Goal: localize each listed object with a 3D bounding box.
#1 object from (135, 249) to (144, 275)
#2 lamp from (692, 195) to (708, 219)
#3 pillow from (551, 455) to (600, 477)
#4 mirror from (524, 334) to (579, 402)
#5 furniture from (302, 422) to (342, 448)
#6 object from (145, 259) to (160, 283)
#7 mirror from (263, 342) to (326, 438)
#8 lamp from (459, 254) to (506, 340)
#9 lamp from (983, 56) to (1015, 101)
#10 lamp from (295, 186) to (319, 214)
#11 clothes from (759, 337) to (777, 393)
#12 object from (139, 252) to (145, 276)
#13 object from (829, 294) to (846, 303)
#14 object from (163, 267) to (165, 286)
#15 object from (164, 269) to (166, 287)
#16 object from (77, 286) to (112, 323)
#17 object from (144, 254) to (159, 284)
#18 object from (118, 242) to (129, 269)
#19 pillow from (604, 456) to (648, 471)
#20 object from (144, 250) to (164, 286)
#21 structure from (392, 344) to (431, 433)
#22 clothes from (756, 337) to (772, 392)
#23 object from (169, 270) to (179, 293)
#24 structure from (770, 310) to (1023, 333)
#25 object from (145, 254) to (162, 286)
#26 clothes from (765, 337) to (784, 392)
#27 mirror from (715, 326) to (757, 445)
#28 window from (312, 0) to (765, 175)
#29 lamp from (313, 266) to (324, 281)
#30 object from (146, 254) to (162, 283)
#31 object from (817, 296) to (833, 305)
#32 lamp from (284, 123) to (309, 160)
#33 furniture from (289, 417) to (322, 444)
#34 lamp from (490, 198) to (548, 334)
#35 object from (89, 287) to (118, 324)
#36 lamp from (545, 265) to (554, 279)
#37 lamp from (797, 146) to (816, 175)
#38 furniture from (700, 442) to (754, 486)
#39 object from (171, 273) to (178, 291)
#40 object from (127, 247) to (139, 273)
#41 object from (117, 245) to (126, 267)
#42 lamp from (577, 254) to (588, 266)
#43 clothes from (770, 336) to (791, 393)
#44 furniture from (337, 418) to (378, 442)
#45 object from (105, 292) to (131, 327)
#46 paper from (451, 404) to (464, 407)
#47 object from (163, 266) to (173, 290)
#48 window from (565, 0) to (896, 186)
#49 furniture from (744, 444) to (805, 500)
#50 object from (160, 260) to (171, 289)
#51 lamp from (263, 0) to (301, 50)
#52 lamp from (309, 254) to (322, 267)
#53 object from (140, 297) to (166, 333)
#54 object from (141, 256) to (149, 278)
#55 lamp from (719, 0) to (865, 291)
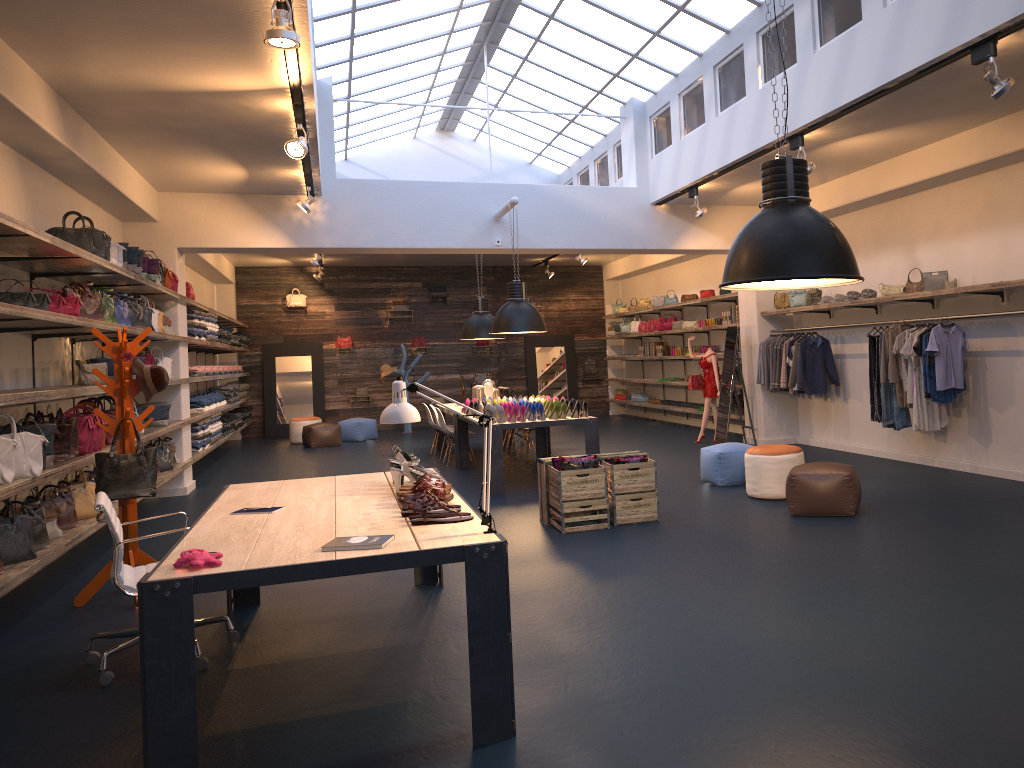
[{"bbox_3d":[-3.525,-1.090,7.759,0.445,0.232,0.166,-3,0,-24],"label":"object"},{"bbox_3d":[2.364,-2.228,11.020,0.233,0.328,0.186,-2,-1,12],"label":"lamp"},{"bbox_3d":[0.527,0.762,7.301,0.375,0.349,0.415,-2,0,-15],"label":"pillow"},{"bbox_3d":[0.917,-0.159,19.835,1.218,1.921,0.253,-2,-2,-19],"label":"mirror"},{"bbox_3d":[-3.388,0.895,15.474,0.700,0.423,0.597,-3,1,-31],"label":"furniture"},{"bbox_3d":[-3.663,-1.103,8.467,0.437,0.236,0.169,-3,0,-16],"label":"object"},{"bbox_3d":[-4.488,0.116,17.926,1.218,1.921,0.253,-2,-2,-19],"label":"mirror"},{"bbox_3d":[-0.475,-1.494,12.988,0.663,1.649,0.735,-3,-1,21],"label":"lamp"},{"bbox_3d":[3.381,-2.119,6.060,0.224,0.328,0.193,-2,-1,28],"label":"lamp"},{"bbox_3d":[-2.251,-1.996,9.495,0.165,0.328,0.261,-3,-1,44],"label":"lamp"},{"bbox_3d":[3.810,-0.283,12.621,0.571,0.816,0.115,-2,-2,-19],"label":"clothes"},{"bbox_3d":[-3.585,-1.090,7.926,0.443,0.236,0.167,-3,0,-22],"label":"object"},{"bbox_3d":[4.194,-1.098,11.176,0.226,0.125,0.194,-2,1,20],"label":"object"},{"bbox_3d":[-3.905,-1.175,9.254,0.268,0.338,0.310,-2,0,27],"label":"object"},{"bbox_3d":[-3.963,-1.178,9.426,0.389,0.339,0.209,-2,-1,-11],"label":"object"},{"bbox_3d":[-3.372,-0.630,6.977,0.185,0.323,0.399,-3,0,26],"label":"object"},{"bbox_3d":[-3.721,-1.159,8.656,0.361,0.335,0.160,-2,-1,-7],"label":"object"},{"bbox_3d":[-3.456,-1.088,7.419,0.336,0.245,0.183,-2,0,2],"label":"object"},{"bbox_3d":[0.980,0.771,7.558,0.324,0.320,0.436,-2,1,-14],"label":"pillow"},{"bbox_3d":[-3.812,-1.200,9.107,0.311,0.411,0.127,-2,-1,-21],"label":"object"},{"bbox_3d":[-2.127,0.081,17.810,0.944,1.810,0.176,-2,-2,7],"label":"structure"},{"bbox_3d":[3.797,-0.285,12.685,0.571,0.816,0.115,-2,-2,-19],"label":"clothes"},{"bbox_3d":[-3.992,-1.169,9.963,0.201,0.311,0.266,-3,0,37],"label":"object"},{"bbox_3d":[4.632,-0.680,8.683,0.040,0.039,8.300,-2,2,-12],"label":"structure"},{"bbox_3d":[-3.753,-1.162,8.811,0.361,0.335,0.160,-2,-1,-7],"label":"object"},{"bbox_3d":[3.872,-0.290,12.503,0.561,0.802,0.177,-2,-1,-23],"label":"clothes"},{"bbox_3d":[3.273,0.027,12.887,0.549,1.768,0.479,-2,-1,-16],"label":"mirror"},{"bbox_3d":[0.543,-4.179,7.456,4.531,0.839,17.868,-3,2,-12],"label":"window"},{"bbox_3d":[-3.813,-2.163,17.122,0.224,0.328,0.193,-2,-1,28],"label":"lamp"},{"bbox_3d":[-3.784,-1.169,8.975,0.311,0.353,0.127,-2,-1,-21],"label":"object"},{"bbox_3d":[4.137,-1.105,11.457,0.226,0.125,0.194,-2,1,20],"label":"object"},{"bbox_3d":[-1.701,-1.949,6.979,0.166,0.315,0.271,-3,-1,39],"label":"lamp"},{"bbox_3d":[-3.858,0.862,16.248,0.605,0.481,0.555,-2,0,-13],"label":"furniture"},{"bbox_3d":[0.046,-1.438,10.444,0.748,1.649,0.651,-2,-1,-24],"label":"lamp"},{"bbox_3d":[-3.428,-0.643,7.228,0.204,0.339,0.397,-2,0,24],"label":"object"},{"bbox_3d":[0.803,-2.396,18.684,0.224,0.328,0.193,-2,-1,28],"label":"lamp"},{"bbox_3d":[2.879,-2.173,8.517,0.168,0.328,0.257,-3,-1,31],"label":"lamp"},{"bbox_3d":[2.374,0.847,9.376,0.684,0.423,0.613,-3,1,-17],"label":"furniture"},{"bbox_3d":[-3.958,-1.149,9.870,0.248,0.284,0.312,-2,0,22],"label":"object"},{"bbox_3d":[-3.492,-1.087,7.598,0.437,0.232,0.169,-3,0,-16],"label":"object"},{"bbox_3d":[-3.462,-1.120,7.242,0.451,0.332,0.181,-2,-1,-22],"label":"object"},{"bbox_3d":[1.312,-2.341,16.191,0.224,0.328,0.193,-2,-1,28],"label":"lamp"},{"bbox_3d":[3.903,-0.287,12.352,0.561,0.802,0.177,-2,-1,-23],"label":"clothes"},{"bbox_3d":[-2.916,0.849,16.367,0.611,0.423,0.686,-2,1,24],"label":"furniture"},{"bbox_3d":[-3.530,-0.654,7.724,0.204,0.339,0.397,-2,0,24],"label":"object"},{"bbox_3d":[-0.758,0.323,13.168,0.341,0.014,0.706,-2,2,-4],"label":"paper"},{"bbox_3d":[-3.959,-1.175,9.705,0.210,0.331,0.271,-3,-1,34],"label":"object"},{"bbox_3d":[-0.081,-3.308,10.759,4.697,0.653,10.775,-3,2,-13],"label":"window"},{"bbox_3d":[2.546,0.841,8.400,0.605,0.481,0.555,-2,0,-13],"label":"furniture"},{"bbox_3d":[-3.934,-1.199,9.582,0.210,0.385,0.271,-3,-1,34],"label":"object"},{"bbox_3d":[-1.203,-1.865,4.532,0.192,0.376,0.165,-2,-1,-27],"label":"lamp"},{"bbox_3d":[-3.307,-2.109,14.646,0.224,0.328,0.193,-2,-1,28],"label":"lamp"},{"bbox_3d":[-3.797,-0.710,9.032,0.182,0.386,0.449,-3,0,24],"label":"object"},{"bbox_3d":[-3.685,-1.096,8.259,0.443,0.236,0.167,-3,0,-22],"label":"object"},{"bbox_3d":[1.313,-1.302,4.231,0.640,1.649,0.758,-3,-2,43],"label":"lamp"}]
